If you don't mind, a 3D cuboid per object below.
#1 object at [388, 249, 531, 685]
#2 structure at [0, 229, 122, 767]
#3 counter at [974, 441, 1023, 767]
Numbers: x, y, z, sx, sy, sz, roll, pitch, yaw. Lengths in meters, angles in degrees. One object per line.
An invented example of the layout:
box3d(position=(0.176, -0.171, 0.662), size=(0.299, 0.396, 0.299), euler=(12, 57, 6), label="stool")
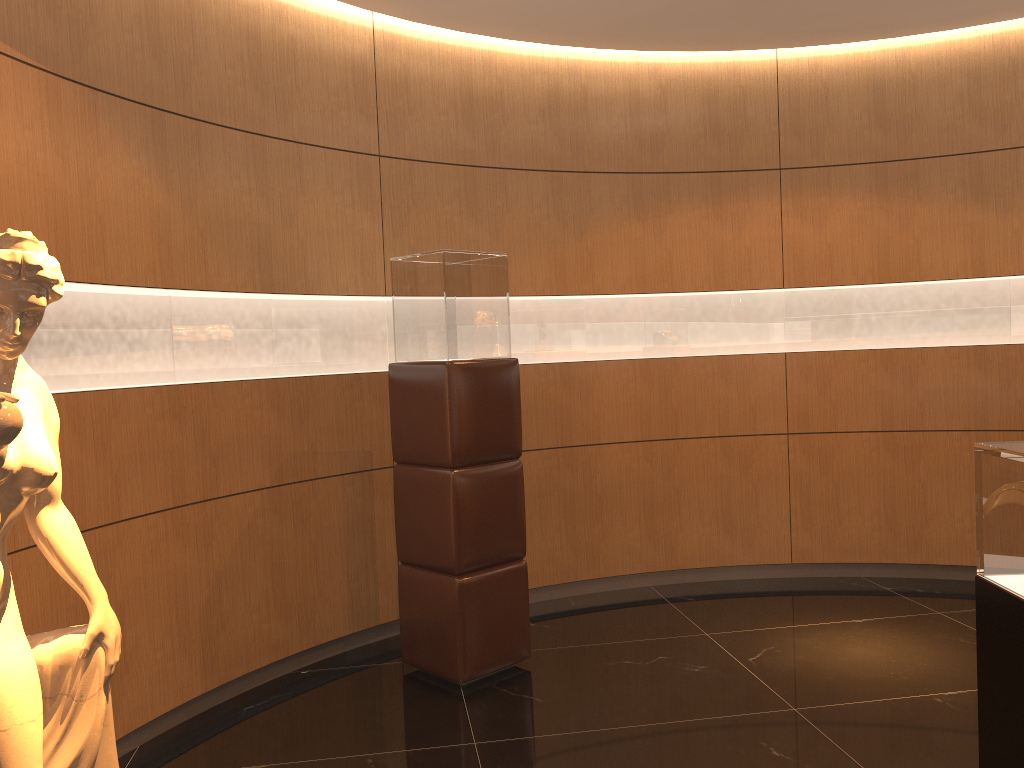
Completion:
box3d(position=(-0.264, 0.383, 4.292), size=(0.484, 2.000, 0.498), euler=(-4, 3, -44), label="object")
box3d(position=(-1.161, 0.595, 1.916), size=(0.477, 1.836, 0.733), euler=(-3, 2, -9), label="structure")
box3d(position=(1.574, 0.788, 1.255), size=(0.615, 1.173, 2.514), euler=(-2, 2, 2), label="counter")
